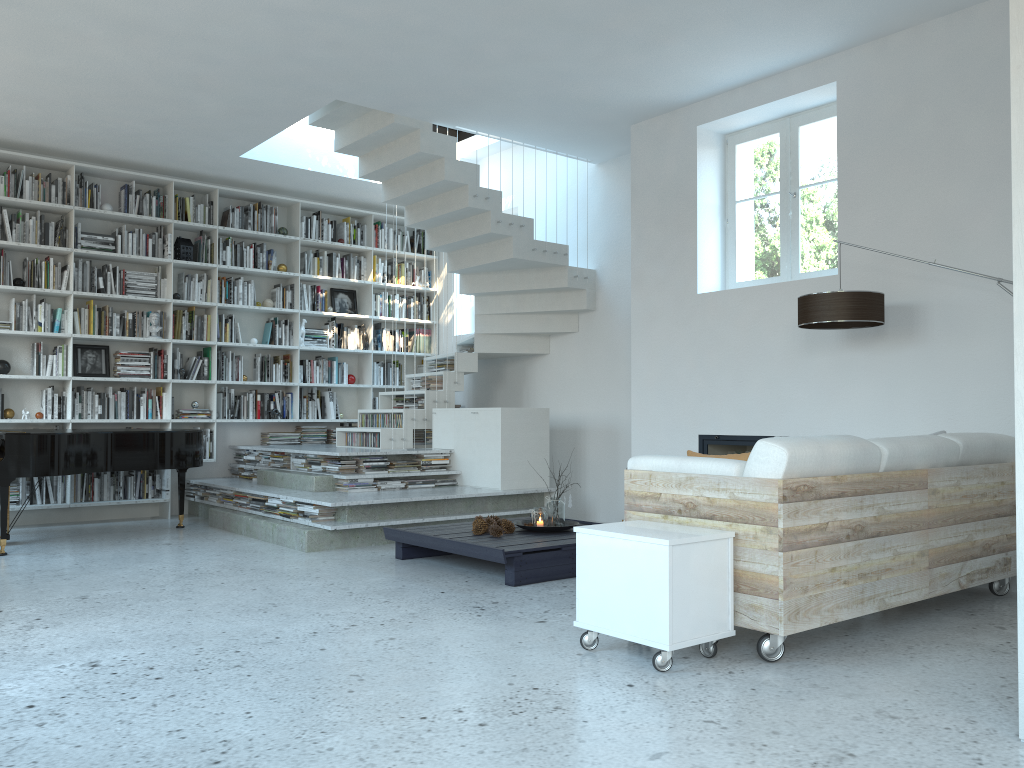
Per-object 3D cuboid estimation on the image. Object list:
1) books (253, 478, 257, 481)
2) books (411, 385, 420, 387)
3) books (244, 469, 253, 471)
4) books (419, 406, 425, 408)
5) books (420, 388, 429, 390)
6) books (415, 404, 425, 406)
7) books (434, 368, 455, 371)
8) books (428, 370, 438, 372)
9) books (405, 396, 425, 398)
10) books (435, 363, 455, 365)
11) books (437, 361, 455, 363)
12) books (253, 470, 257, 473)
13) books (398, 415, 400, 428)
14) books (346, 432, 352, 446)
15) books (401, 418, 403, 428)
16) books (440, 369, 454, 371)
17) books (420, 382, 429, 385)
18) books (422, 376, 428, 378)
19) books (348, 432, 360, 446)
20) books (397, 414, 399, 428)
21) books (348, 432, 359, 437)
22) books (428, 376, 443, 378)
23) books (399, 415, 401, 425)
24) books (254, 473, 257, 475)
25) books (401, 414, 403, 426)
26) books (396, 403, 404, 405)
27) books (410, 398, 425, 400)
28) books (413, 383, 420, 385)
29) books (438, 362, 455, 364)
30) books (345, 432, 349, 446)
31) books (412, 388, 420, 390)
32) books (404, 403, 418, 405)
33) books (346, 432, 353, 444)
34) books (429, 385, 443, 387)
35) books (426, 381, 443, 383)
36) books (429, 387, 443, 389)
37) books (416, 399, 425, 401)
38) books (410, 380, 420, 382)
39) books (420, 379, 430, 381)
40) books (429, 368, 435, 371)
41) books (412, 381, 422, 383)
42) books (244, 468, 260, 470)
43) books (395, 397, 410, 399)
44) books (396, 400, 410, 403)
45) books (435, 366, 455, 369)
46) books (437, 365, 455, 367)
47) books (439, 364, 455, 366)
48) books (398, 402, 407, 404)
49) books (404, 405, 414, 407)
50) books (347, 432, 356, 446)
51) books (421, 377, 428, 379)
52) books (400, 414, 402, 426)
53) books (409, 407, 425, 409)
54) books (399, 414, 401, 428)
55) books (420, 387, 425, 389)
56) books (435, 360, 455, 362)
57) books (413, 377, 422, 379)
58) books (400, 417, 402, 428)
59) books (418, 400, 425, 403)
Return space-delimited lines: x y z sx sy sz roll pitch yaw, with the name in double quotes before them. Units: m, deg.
"books" -2.270 0.888 8.223 0.189 0.028 0.202 2 -3 -44
"books" -0.872 0.017 8.893 0.145 0.012 0.297 2 -3 -40
"books" -2.447 0.820 8.480 0.144 0.009 0.249 2 -3 -35
"books" -0.788 0.217 8.331 0.136 0.017 0.288 1 -2 -16
"books" -0.786 0.054 8.650 0.184 0.016 0.128 1 -3 -31
"books" -0.808 0.199 8.324 0.172 0.019 0.240 1 -2 -14
"books" -0.627 -0.144 8.698 0.182 0.013 0.287 1 -2 -25
"books" -0.725 -0.132 8.980 0.176 0.009 0.275 1 -2 -26
"books" -0.910 0.130 8.595 0.177 0.014 0.194 2 -3 -44
"books" -0.620 -0.191 8.703 0.176 0.007 0.254 1 -3 -31
"books" -0.617 -0.211 8.706 0.174 0.009 0.240 1 -3 -30
"books" -2.266 0.813 8.229 0.181 0.017 0.250 2 -3 -42
"books" -0.973 0.339 8.051 0.125 0.123 0.036 2 -2 -39
"books" -1.535 0.528 8.508 0.125 0.125 0.008 2 -2 -39
"books" -0.944 0.337 8.014 0.125 0.123 0.034 2 -2 -39
"books" -0.601 -0.130 8.712 0.130 0.014 0.249 1 -2 -26
"books" -0.761 -0.004 8.617 0.178 0.035 0.222 2 -3 -34
"books" -0.773 -0.067 8.635 0.155 0.009 0.155 2 -3 -39
"books" -1.505 0.526 8.470 0.125 0.125 0.008 2 -2 -39
"books" -0.984 0.339 8.063 0.125 0.123 0.034 2 -2 -39
"books" -1.509 0.527 8.475 0.125 0.125 0.008 2 -2 -39
"books" -0.673 -0.063 8.395 0.234 0.025 0.157 0 -2 -1
"books" -0.959 0.338 8.032 0.125 0.123 0.035 2 -2 -39
"books" -2.258 0.839 8.234 0.156 0.017 0.263 2 -3 -43
"books" -0.939 0.337 8.008 0.125 0.123 0.036 2 -2 -39
"books" -1.037 0.201 8.778 0.145 0.015 0.166 2 -3 -44
"books" -0.891 0.147 8.610 0.133 0.017 0.178 2 -3 -35
"books" -0.870 0.002 8.894 0.143 0.019 0.230 2 -3 -40
"books" -0.608 -0.200 8.710 0.144 0.011 0.257 1 -3 -32
"books" -1.544 0.528 8.519 0.125 0.125 0.007 2 -2 -39
"books" -0.870 0.052 8.893 0.136 0.017 0.288 2 -3 -41
"books" -0.910 0.195 8.594 0.184 0.013 0.225 2 -3 -41
"books" -1.529 0.527 8.501 0.125 0.125 0.010 2 -2 -39
"books" -0.673 0.022 8.396 0.222 0.011 0.180 0 -2 -7
"books" -0.672 -0.019 8.383 0.295 0.007 0.146 0 -2 -8
"books" -0.674 0.041 8.398 0.215 0.013 0.189 0 -2 -6
"books" -0.797 0.148 8.330 0.168 0.014 0.212 1 -2 -19
"books" -0.887 -0.030 8.881 0.173 0.011 0.203 2 -3 -44
"books" -0.769 -0.039 8.628 0.218 0.012 0.156 1 -2 -23
"books" -0.724 -0.145 8.981 0.166 0.018 0.264 1 -2 -20
"books" -0.875 -0.016 8.891 0.149 0.017 0.239 2 -3 -41
"books" -2.446 0.809 8.482 0.149 0.014 0.228 2 -3 -41
"books" -1.040 0.140 8.777 0.161 0.012 0.195 2 -3 -41
"books" -1.037 0.173 8.779 0.181 0.022 0.140 -2 -3 45
"books" -0.628 -0.158 8.698 0.191 0.014 0.244 1 -2 -26
"books" -0.621 -0.170 8.702 0.187 0.009 0.261 1 -2 -29
"books" -0.611 -0.181 8.708 0.154 0.014 0.196 1 -2 -26
"books" -1.031 0.189 8.783 0.132 0.010 0.198 2 -3 -35
"books" -0.909 0.210 8.594 0.175 0.016 0.207 2 -3 -44
"books" -1.518 0.527 8.487 0.125 0.125 0.007 2 -2 -39
"books" -0.770 -0.054 8.630 0.166 0.017 0.190 2 -3 -36
"books" -0.949 0.337 8.020 0.125 0.123 0.035 2 -2 -39
"books" -0.896 0.233 8.604 0.137 0.013 0.199 1 -3 -32
"books" -0.964 0.338 8.038 0.125 0.123 0.034 2 -2 -39
"books" -0.769 0.039 8.627 0.200 0.014 0.177 2 -3 -34
"books" -0.624 -0.221 8.702 0.191 0.013 0.243 1 -2 -28
"books" -0.877 -0.057 8.890 0.157 0.014 0.180 2 -3 -41
"books" -0.954 0.338 8.026 0.125 0.123 0.036 2 -2 -39
"books" -0.785 0.169 8.333 0.141 0.028 0.222 1 -2 -20
